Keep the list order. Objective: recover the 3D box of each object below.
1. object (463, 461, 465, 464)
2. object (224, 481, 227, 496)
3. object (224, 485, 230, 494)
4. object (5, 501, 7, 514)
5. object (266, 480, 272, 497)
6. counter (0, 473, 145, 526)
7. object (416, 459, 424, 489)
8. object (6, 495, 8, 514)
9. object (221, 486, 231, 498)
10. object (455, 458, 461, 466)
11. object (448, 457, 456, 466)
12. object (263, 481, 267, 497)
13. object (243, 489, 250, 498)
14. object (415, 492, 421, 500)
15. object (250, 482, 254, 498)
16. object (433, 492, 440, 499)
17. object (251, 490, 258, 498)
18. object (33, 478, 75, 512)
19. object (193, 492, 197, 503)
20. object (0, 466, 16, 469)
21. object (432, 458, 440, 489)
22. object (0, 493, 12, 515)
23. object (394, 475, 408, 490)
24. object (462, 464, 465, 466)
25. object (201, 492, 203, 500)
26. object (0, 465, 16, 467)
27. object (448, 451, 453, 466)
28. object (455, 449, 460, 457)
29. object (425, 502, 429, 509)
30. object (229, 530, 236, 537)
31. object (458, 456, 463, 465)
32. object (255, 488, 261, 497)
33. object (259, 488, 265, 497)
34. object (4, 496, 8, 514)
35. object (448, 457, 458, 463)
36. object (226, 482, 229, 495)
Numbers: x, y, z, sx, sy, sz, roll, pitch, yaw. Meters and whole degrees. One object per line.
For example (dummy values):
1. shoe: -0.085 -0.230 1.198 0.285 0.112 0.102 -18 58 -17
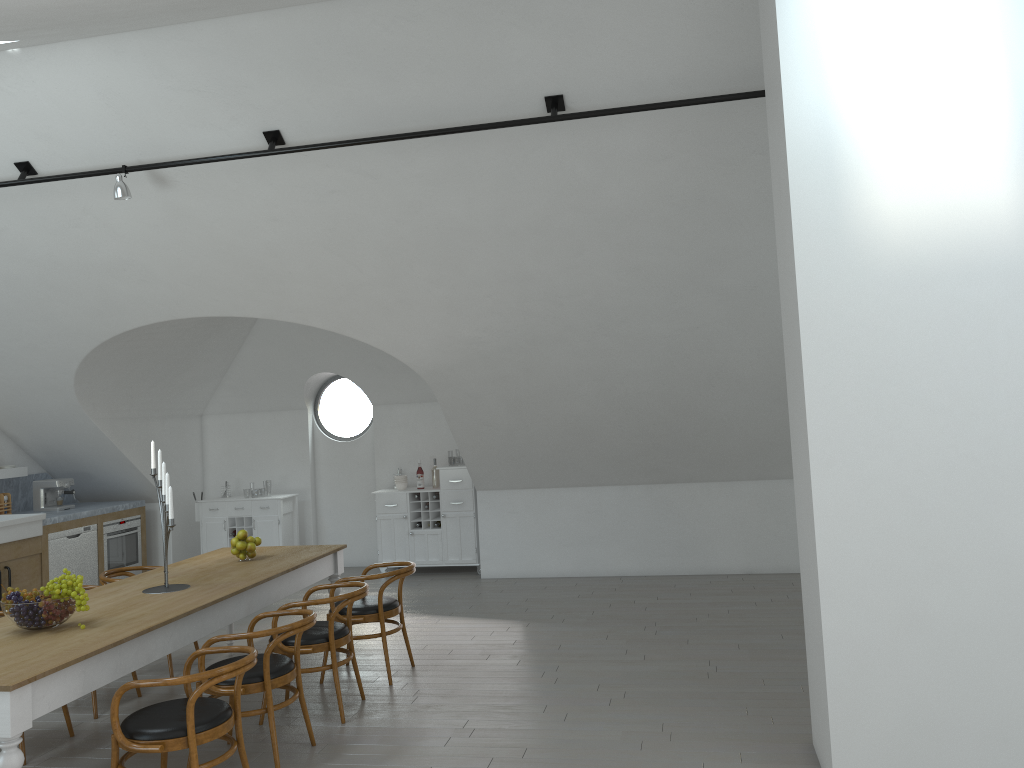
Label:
1. object: -0.538 0.809 9.907 0.063 0.187 0.063 -3 -3 -2
2. object: -3.333 1.218 10.309 0.039 0.175 0.054 -4 -3 11
3. object: -3.321 1.233 10.308 0.097 0.137 0.029 -4 -3 15
4. object: -5.036 1.208 8.820 0.020 0.196 0.018 -5 -4 33
5. object: -2.760 1.186 10.063 0.063 0.187 0.063 -3 -3 -3
6. counter: -5.154 1.010 6.814 0.961 0.620 6.568 -4 -2 11
7. object: -1.023 1.004 9.870 0.081 0.330 0.081 -4 -3 7
8. object: -5.038 1.208 8.831 0.019 0.196 0.022 -4 -3 12
9. object: -3.323 1.252 10.300 0.101 0.138 0.067 -4 -3 11
10. object: -0.608 0.860 9.767 0.077 0.085 0.077 -4 -3 19
11. object: -0.654 0.851 9.694 0.082 0.105 0.081 -1 -4 -40
12. object: -2.809 1.194 10.103 0.054 0.179 0.054 -3 -3 -11
13. object: -2.990 1.238 9.994 0.081 0.105 0.081 -4 -3 25
14. object: -1.007 1.236 9.823 0.092 0.094 0.359 -4 -2 12
15. object: -2.950 1.206 10.067 0.048 0.169 0.048 -3 -3 -1
16. object: -0.805 1.228 9.774 0.087 0.085 0.359 -4 -2 11
17. object: -2.905 1.244 10.014 0.077 0.085 0.077 -3 -3 -1
18. object: -4.677 1.145 9.169 0.386 0.321 0.324 -4 -3 11
19. object: -3.588 1.363 10.100 0.088 0.269 0.029 -2 -3 -15
20. object: -5.106 0.846 8.919 0.213 0.025 0.213 -3 -2 -1
21. object: -0.847 0.993 9.830 0.085 0.331 0.085 -1 -4 -30
22. object: -5.075 1.198 8.780 0.104 0.223 0.200 -4 -3 11
23. object: -1.236 1.102 9.883 0.154 0.160 0.158 -5 -3 39
24. object: -0.531 0.824 9.748 0.046 0.143 0.046 -4 -3 23
25. object: -3.534 1.360 10.089 0.088 0.269 0.029 -6 -4 38
26. object: -5.106 0.837 8.919 0.213 0.025 0.213 -3 -2 -1
27. object: -0.676 0.822 9.775 0.048 0.169 0.048 -6 -4 44
28. object: -0.601 0.817 9.901 0.054 0.179 0.054 -3 -3 6
29. object: -0.901 1.341 9.803 0.085 0.085 0.330 -4 -2 11
30. object: -3.095 1.681 9.990 0.082 0.085 0.317 -4 -2 12
31. object: -0.565 0.853 9.838 0.071 0.099 0.071 -4 -3 20
32. object: -2.883 1.241 10.104 0.094 0.093 0.093 -3 -3 -1
33. object: -2.825 1.233 10.034 0.071 0.099 0.071 -5 -3 34
34. object: -5.030 1.204 8.805 0.040 0.193 0.042 -1 -4 -28
35. object: -0.656 0.861 9.846 0.093 0.093 0.094 -6 -3 44
36. object: -3.305 1.218 10.288 0.039 0.164 0.024 -5 -4 24
